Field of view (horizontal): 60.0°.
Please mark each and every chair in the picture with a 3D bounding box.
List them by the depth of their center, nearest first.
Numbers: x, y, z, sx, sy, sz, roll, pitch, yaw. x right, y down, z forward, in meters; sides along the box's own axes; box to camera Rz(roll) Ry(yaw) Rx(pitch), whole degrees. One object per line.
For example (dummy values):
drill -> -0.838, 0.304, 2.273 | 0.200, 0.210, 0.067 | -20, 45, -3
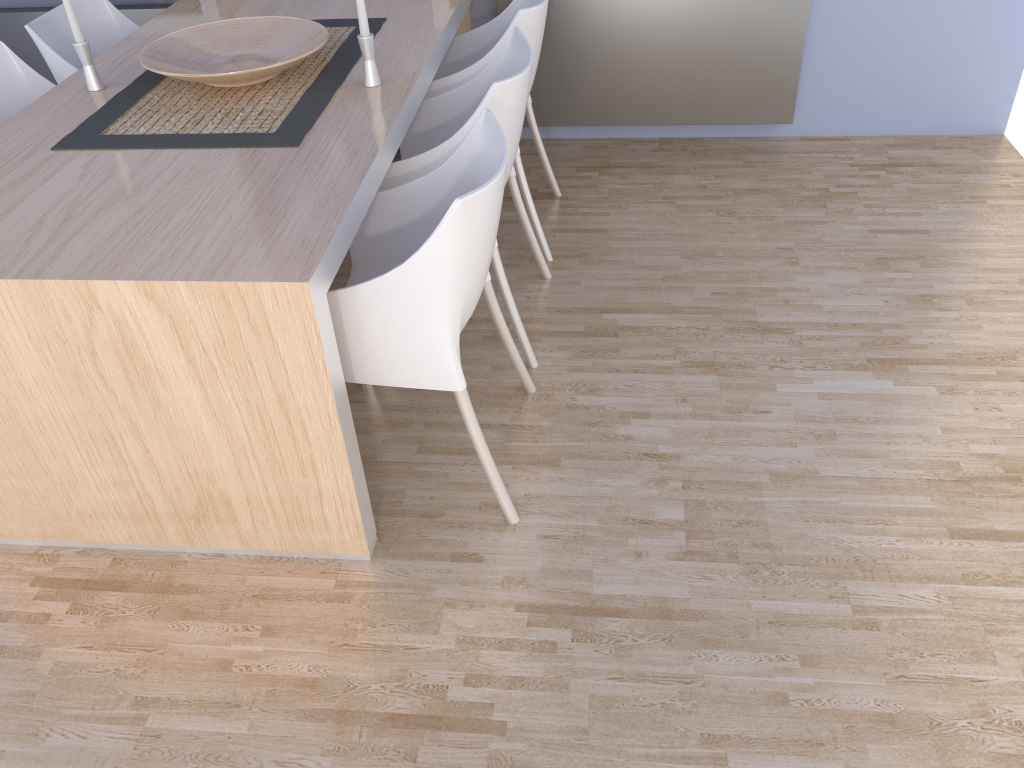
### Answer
chair -> -0.220, -0.154, 2.010 | 0.486, 0.793, 0.510 | 1, 38, 6
chair -> -0.159, -0.520, 2.476 | 0.486, 0.793, 0.510 | 2, 38, 7
chair -> -1.301, -0.533, 2.588 | 0.486, 0.793, 0.510 | 1, 38, 6
chair -> -0.099, -0.882, 2.935 | 0.486, 0.793, 0.510 | 1, 38, 6
chair -> -1.242, -0.887, 3.037 | 0.486, 0.793, 0.510 | 1, 38, 6

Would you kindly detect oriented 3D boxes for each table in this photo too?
table -> -0.709, -0.622, 2.712 | 1.002, 0.718, 2.340 | 1, 38, 6

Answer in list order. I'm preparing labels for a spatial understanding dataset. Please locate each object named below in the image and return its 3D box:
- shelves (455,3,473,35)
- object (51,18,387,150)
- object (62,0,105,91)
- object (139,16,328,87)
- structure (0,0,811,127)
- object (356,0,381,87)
shelves -> -0.886, -1.255, 3.441 | 3.901, 0.840, 0.463 | 1, 38, 6
object -> -0.729, -0.841, 2.407 | 0.594, 0.005, 0.986 | 1, 38, 6
object -> -1.125, -0.931, 2.274 | 0.045, 0.349, 0.045 | -31, 45, -31
object -> -0.735, -0.875, 2.383 | 0.493, 0.081, 0.493 | 13, 41, 21
structure -> -0.797, -1.298, 3.627 | 3.843, 0.503, 0.064 | 1, 38, 6
object -> -0.370, -0.914, 2.189 | 0.045, 0.349, 0.045 | 1, 38, 6
